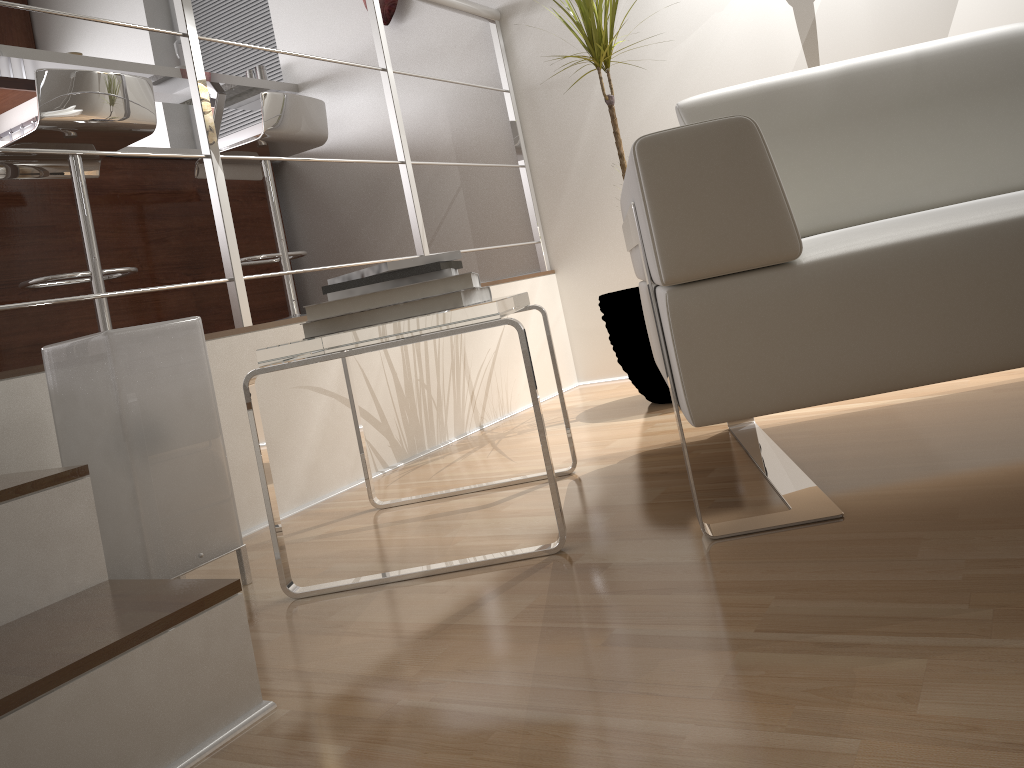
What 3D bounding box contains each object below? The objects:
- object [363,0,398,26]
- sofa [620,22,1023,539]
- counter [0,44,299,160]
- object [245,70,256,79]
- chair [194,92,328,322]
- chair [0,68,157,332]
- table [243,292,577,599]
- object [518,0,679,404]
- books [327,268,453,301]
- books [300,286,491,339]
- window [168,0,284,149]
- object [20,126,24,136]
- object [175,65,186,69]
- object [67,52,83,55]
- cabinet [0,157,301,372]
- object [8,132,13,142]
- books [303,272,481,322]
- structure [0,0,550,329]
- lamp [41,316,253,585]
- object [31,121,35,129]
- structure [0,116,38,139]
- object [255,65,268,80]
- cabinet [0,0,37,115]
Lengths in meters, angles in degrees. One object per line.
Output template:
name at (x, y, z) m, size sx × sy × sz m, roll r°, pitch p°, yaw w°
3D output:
object at (-0.605, -1.884, 3.673) m, size 0.152 × 0.793 × 0.149 m, roll -11°, pitch -3°, yaw -14°
sofa at (1.102, -0.347, 1.499) m, size 1.775 × 0.742 × 0.911 m, roll -11°, pitch 3°, yaw 6°
counter at (-1.747, -0.983, 3.430) m, size 0.827 × 0.318 × 2.138 m, roll -9°, pitch 7°, yaw 32°
object at (-1.190, -1.381, 4.014) m, size 0.052 × 0.110 × 0.053 m, roll -12°, pitch -1°, yaw 15°
chair at (-0.906, -0.655, 3.396) m, size 0.420 × 0.851 × 0.391 m, roll -12°, pitch -1°, yaw 27°
chair at (-1.310, -0.497, 2.712) m, size 0.419 × 0.851 × 0.393 m, roll -12°, pitch -1°, yaw 36°
table at (-0.149, 0.069, 1.651) m, size 0.462 × 0.401 × 0.554 m, roll -11°, pitch 3°, yaw 7°
object at (0.324, -0.681, 2.624) m, size 0.432 × 1.480 × 0.509 m, roll -14°, pitch -3°, yaw 44°
books at (-0.208, -0.178, 1.570) m, size 0.216 × 0.014 × 0.152 m, roll -12°, pitch 6°, yaw 1°
books at (-0.198, -0.130, 1.568) m, size 0.285 × 0.027 × 0.229 m, roll -10°, pitch 6°, yaw 11°
window at (-1.411, -1.796, 4.404) m, size 0.831 × 1.273 × 0.143 m, roll -12°, pitch -2°, yaw 31°
object at (-2.776, -1.298, 5.027) m, size 0.089 × 0.367 × 0.043 m, roll -13°, pitch -3°, yaw 31°
object at (-1.339, -1.276, 3.593) m, size 0.080 × 0.046 × 0.066 m, roll -13°, pitch 4°, yaw -22°
object at (-1.625, -1.177, 3.210) m, size 0.128 × 0.042 × 0.142 m, roll -8°, pitch 6°, yaw 33°
cabinet at (-1.756, -0.426, 3.345) m, size 0.624 × 0.750 × 1.879 m, roll -11°, pitch 4°, yaw 32°
object at (-2.879, -1.274, 5.066) m, size 0.105 × 0.379 × 0.020 m, roll -13°, pitch -3°, yaw 31°
books at (-0.203, -0.157, 1.569) m, size 0.287 × 0.027 × 0.228 m, roll -12°, pitch 6°, yaw 1°
structure at (-0.557, -0.724, 2.419) m, size 0.056 × 1.051 × 2.362 m, roll -13°, pitch 3°, yaw 32°
lamp at (-0.629, 0.142, 1.515) m, size 0.196 × 0.483 × 0.194 m, roll -13°, pitch -2°, yaw 32°
object at (-2.682, -1.300, 4.945) m, size 0.070 × 0.383 × 0.024 m, roll -13°, pitch -3°, yaw 31°
structure at (-2.881, -1.474, 5.091) m, size 0.589 × 0.034 × 0.049 m, roll -8°, pitch 5°, yaw 31°
object at (-1.138, -1.390, 3.990) m, size 0.052 × 0.112 × 0.053 m, roll -12°, pitch -1°, yaw 15°
cabinet at (-3.667, -1.664, 3.978) m, size 0.641 × 0.636 × 2.764 m, roll -11°, pitch 5°, yaw 32°
